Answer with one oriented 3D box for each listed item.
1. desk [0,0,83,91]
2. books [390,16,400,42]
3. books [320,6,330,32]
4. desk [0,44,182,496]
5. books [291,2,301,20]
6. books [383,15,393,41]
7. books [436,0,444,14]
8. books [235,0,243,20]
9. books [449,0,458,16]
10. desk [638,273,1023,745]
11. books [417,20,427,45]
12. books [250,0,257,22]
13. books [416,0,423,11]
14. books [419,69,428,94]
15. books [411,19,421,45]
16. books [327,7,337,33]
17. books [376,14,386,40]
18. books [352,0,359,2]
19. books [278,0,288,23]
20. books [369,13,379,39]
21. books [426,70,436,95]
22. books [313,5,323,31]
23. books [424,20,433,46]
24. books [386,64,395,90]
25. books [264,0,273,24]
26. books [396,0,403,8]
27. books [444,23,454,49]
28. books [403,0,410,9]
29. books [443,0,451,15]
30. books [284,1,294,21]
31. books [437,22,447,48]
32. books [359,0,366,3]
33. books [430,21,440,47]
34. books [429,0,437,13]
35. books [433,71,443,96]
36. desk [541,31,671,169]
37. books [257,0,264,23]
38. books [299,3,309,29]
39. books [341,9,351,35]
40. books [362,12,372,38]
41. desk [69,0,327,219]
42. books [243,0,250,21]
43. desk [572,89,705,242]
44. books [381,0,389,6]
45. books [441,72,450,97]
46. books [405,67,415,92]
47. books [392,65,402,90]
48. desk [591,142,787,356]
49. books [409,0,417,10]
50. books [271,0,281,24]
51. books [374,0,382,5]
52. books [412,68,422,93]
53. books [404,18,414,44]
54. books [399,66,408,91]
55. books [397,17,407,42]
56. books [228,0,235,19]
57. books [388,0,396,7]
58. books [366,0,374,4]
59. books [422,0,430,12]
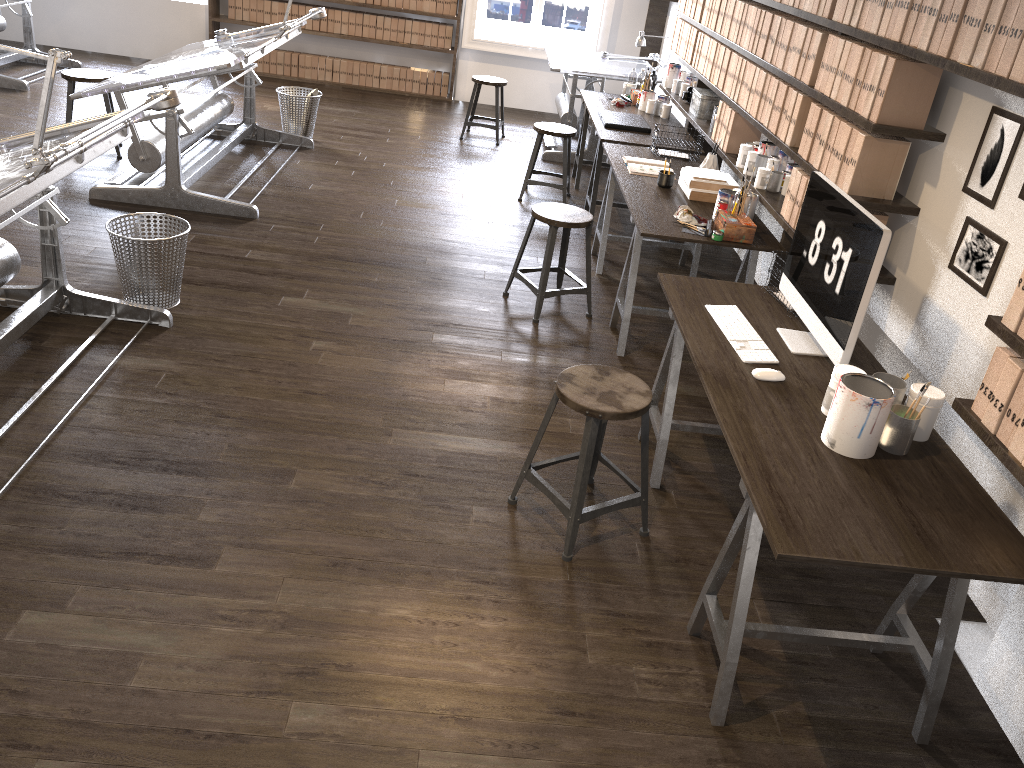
[{"bbox_3d":[-4.210,-3.204,7.446,1.171,1.165,1.295,7,27,-4],"label":"desk"},{"bbox_3d":[-1.188,-3.608,8.991,0.066,0.221,0.178,7,27,-4],"label":"books"},{"bbox_3d":[-1.886,-3.684,8.940,0.067,0.221,0.178,7,27,-4],"label":"books"},{"bbox_3d":[-1.850,-0.491,2.815,1.076,1.359,2.112,7,27,-4],"label":"desk"},{"bbox_3d":[-2.172,-3.719,8.925,0.066,0.221,0.178,7,27,-4],"label":"books"},{"bbox_3d":[-1.257,-3.614,8.983,0.066,0.221,0.178,7,27,-4],"label":"books"},{"bbox_3d":[-0.713,-3.838,8.880,0.066,0.221,0.178,7,27,-4],"label":"books"},{"bbox_3d":[-2.718,-3.778,8.883,0.066,0.221,0.178,7,27,-4],"label":"books"},{"bbox_3d":[-0.579,-3.821,8.884,0.067,0.221,0.178,7,27,-4],"label":"books"},{"bbox_3d":[0.854,0.298,2.853,0.655,0.656,1.704,7,28,-4],"label":"desk"},{"bbox_3d":[-0.915,-3.576,9.007,0.066,0.221,0.178,7,27,-4],"label":"books"},{"bbox_3d":[-2.578,-3.766,8.899,0.066,0.221,0.178,7,27,-4],"label":"books"},{"bbox_3d":[-0.911,-3.861,8.866,0.066,0.221,0.178,7,27,-4],"label":"books"},{"bbox_3d":[-0.918,-3.150,9.220,0.066,0.221,0.178,7,27,-4],"label":"books"},{"bbox_3d":[-0.978,-3.582,9.002,0.066,0.221,0.178,7,27,-4],"label":"books"},{"bbox_3d":[-1.813,-3.679,8.950,0.066,0.221,0.178,7,27,-4],"label":"books"},{"bbox_3d":[-1.329,-3.620,8.975,0.066,0.221,0.178,7,27,-4],"label":"books"},{"bbox_3d":[-1.540,-3.930,8.820,0.067,0.221,0.178,7,27,-4],"label":"books"},{"bbox_3d":[-2.305,-3.734,8.915,0.066,0.221,0.178,7,27,-4],"label":"books"},{"bbox_3d":[-1.401,-3.628,8.971,0.067,0.221,0.178,7,27,-4],"label":"books"},{"bbox_3d":[-0.844,-3.139,9.220,0.067,0.221,0.178,7,27,-4],"label":"books"},{"bbox_3d":[-1.961,-3.695,8.940,0.066,0.221,0.178,7,27,-4],"label":"books"},{"bbox_3d":[-0.849,-3.566,9.008,0.067,0.221,0.178,7,27,-4],"label":"books"},{"bbox_3d":[-1.262,-3.188,9.196,0.066,0.221,0.178,7,27,-4],"label":"books"},{"bbox_3d":[-2.439,-3.747,8.903,0.067,0.221,0.178,7,27,-4],"label":"books"},{"bbox_3d":[-1.114,-3.884,8.854,0.066,0.221,0.178,7,27,-4],"label":"books"},{"bbox_3d":[-0.642,-3.543,9.023,0.066,0.221,0.178,7,27,-4],"label":"books"},{"bbox_3d":[-1.044,-3.876,8.859,0.066,0.221,0.178,7,27,-4],"label":"books"},{"bbox_3d":[-0.644,-3.831,8.886,0.066,0.221,0.178,7,27,-4],"label":"books"},{"bbox_3d":[-2.238,-3.724,8.916,0.067,0.221,0.178,7,27,-4],"label":"books"},{"bbox_3d":[-0.712,-3.553,9.022,0.066,0.221,0.178,7,27,-4],"label":"books"},{"bbox_3d":[-1.478,-3.925,8.828,0.066,0.221,0.178,7,27,-4],"label":"books"},{"bbox_3d":[-0.782,-3.561,9.017,0.066,0.221,0.178,7,27,-4],"label":"books"},{"bbox_3d":[-0.783,-3.844,8.872,0.067,0.221,0.178,7,27,-4],"label":"books"},{"bbox_3d":[-0.770,-3.133,9.230,0.066,0.221,0.178,7,27,-4],"label":"books"},{"bbox_3d":[0.805,-2.566,7.746,1.070,1.076,1.295,7,27,-4],"label":"desk"},{"bbox_3d":[-2.508,-3.757,8.902,0.066,0.221,0.178,7,27,-4],"label":"books"},{"bbox_3d":[-2.101,-3.711,8.930,0.066,0.221,0.178,7,27,-4],"label":"books"},{"bbox_3d":[-1.676,-3.661,8.956,0.066,0.221,0.178,7,27,-4],"label":"books"},{"bbox_3d":[-1.464,-3.638,8.970,0.066,0.221,0.178,7,27,-4],"label":"books"},{"bbox_3d":[-1.879,-2.107,5.834,1.076,1.359,2.328,7,27,-4],"label":"desk"},{"bbox_3d":[-2.647,-3.772,8.891,0.066,0.221,0.178,7,27,-4],"label":"books"},{"bbox_3d":[0.820,-1.585,6.370,0.655,0.656,1.704,7,28,-4],"label":"desk"},{"bbox_3d":[-1.255,-3.901,8.845,0.066,0.221,0.178,7,27,-4],"label":"books"},{"bbox_3d":[-0.695,-3.124,9.233,0.066,0.221,0.178,7,27,-4],"label":"books"},{"bbox_3d":[-1.059,-3.166,9.211,0.066,0.221,0.178,7,27,-4],"label":"books"},{"bbox_3d":[-1.196,-3.179,9.196,0.067,0.221,0.178,7,27,-4],"label":"books"},{"bbox_3d":[0.836,-0.734,4.781,0.655,0.656,1.704,7,28,-4],"label":"desk"},{"bbox_3d":[-0.977,-3.866,8.858,0.067,0.221,0.178,7,27,-4],"label":"books"},{"bbox_3d":[-2.367,-3.740,8.910,0.066,0.221,0.178,7,27,-4],"label":"books"},{"bbox_3d":[-1.329,-3.906,8.835,0.067,0.221,0.178,7,27,-4],"label":"books"},{"bbox_3d":[-0.989,-3.156,9.211,0.066,0.221,0.178,7,27,-4],"label":"books"},{"bbox_3d":[-1.049,-3.589,8.995,0.067,0.221,0.178,7,27,-4],"label":"books"},{"bbox_3d":[-1.129,-3.174,9.206,0.066,0.221,0.178,7,27,-4],"label":"books"},{"bbox_3d":[-1.119,-3.599,8.994,0.066,0.221,0.178,7,27,-4],"label":"books"},{"bbox_3d":[-2.790,-3.786,8.879,0.067,0.221,0.178,7,27,-4],"label":"books"},{"bbox_3d":[-1.184,-3.890,8.846,0.066,0.221,0.178,7,27,-4],"label":"books"},{"bbox_3d":[-1.403,-3.917,8.835,0.066,0.221,0.178,7,27,-4],"label":"books"},{"bbox_3d":[-0.848,-3.853,8.869,0.066,0.221,0.178,7,27,-4],"label":"books"}]
